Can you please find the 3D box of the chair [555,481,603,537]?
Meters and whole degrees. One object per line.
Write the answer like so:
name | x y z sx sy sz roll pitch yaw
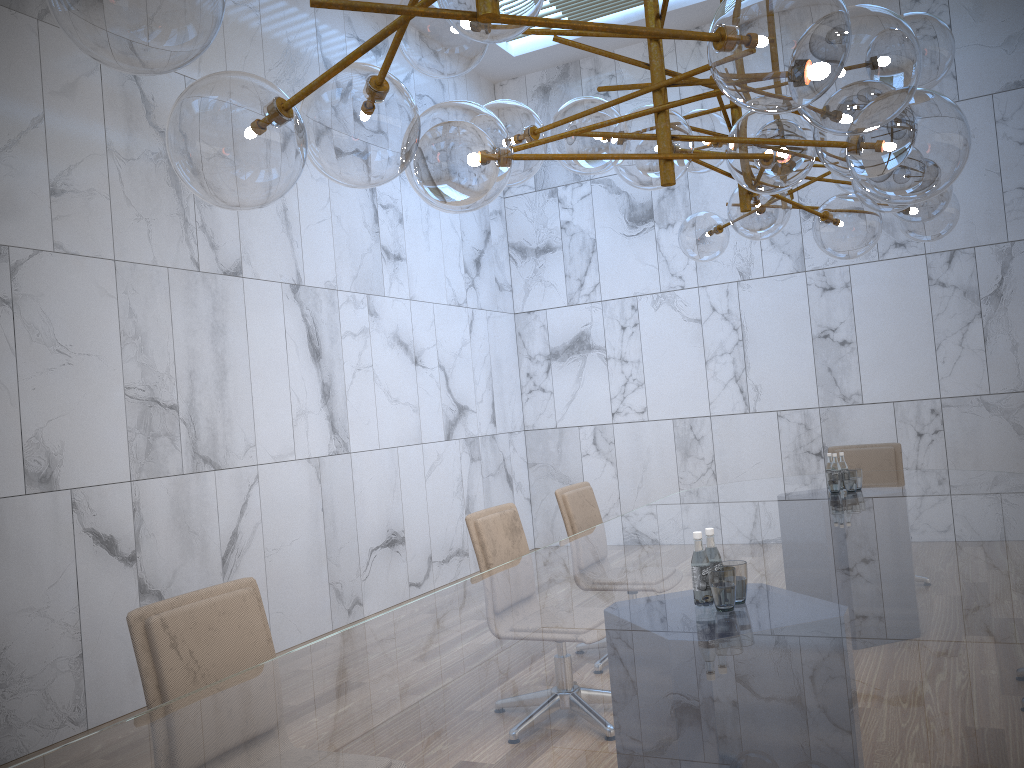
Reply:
chair | 0.640 1.062 5.029 0.697 1.000 0.726 -6 -2 27

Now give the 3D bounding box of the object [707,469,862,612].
object | 0.769 0.576 2.842 0.183 0.117 5.112 -6 -2 27

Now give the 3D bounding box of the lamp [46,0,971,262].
lamp | 0.338 -1.743 2.556 1.557 2.716 5.672 -6 -2 27

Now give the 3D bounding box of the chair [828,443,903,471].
chair | 2.472 0.940 6.184 0.726 1.000 0.697 -6 -2 27

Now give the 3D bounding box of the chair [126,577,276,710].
chair | -0.651 1.090 2.492 0.697 1.000 0.726 -6 -2 27

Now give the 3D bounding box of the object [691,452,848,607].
object | 0.727 0.532 2.877 0.124 0.213 5.189 -6 -2 27

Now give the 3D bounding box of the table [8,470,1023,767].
table | 0.640 1.056 2.566 2.092 0.835 7.924 -6 -2 27

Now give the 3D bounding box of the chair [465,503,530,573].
chair | 0.187 1.072 4.138 0.697 1.000 0.726 -6 -2 27
